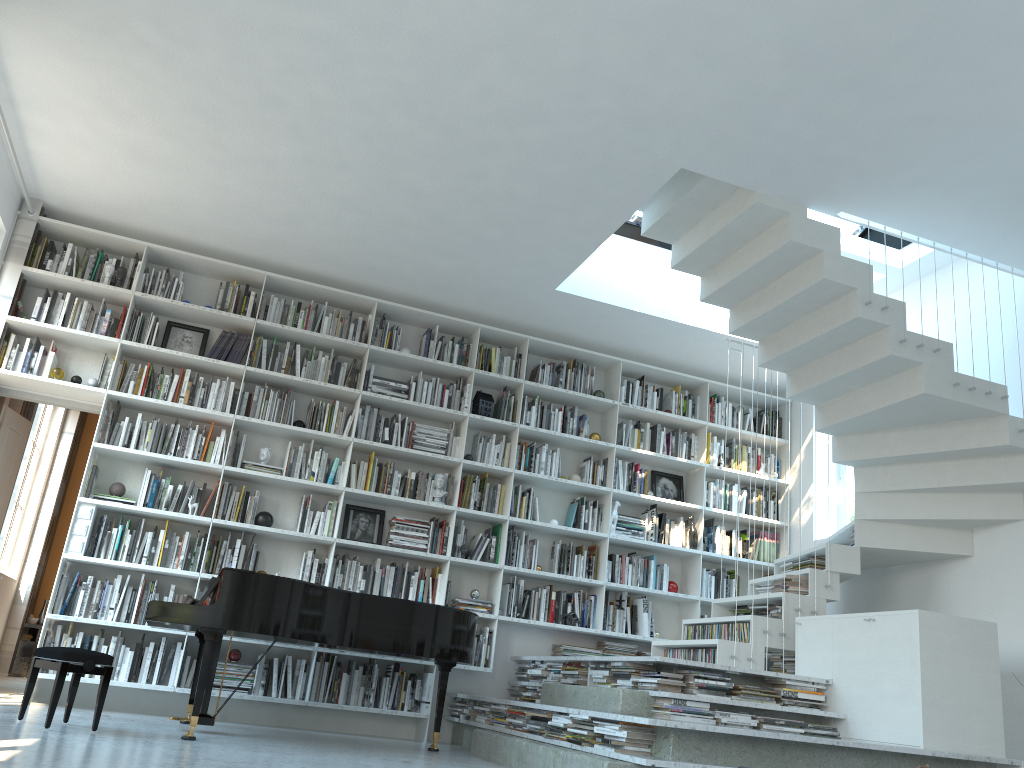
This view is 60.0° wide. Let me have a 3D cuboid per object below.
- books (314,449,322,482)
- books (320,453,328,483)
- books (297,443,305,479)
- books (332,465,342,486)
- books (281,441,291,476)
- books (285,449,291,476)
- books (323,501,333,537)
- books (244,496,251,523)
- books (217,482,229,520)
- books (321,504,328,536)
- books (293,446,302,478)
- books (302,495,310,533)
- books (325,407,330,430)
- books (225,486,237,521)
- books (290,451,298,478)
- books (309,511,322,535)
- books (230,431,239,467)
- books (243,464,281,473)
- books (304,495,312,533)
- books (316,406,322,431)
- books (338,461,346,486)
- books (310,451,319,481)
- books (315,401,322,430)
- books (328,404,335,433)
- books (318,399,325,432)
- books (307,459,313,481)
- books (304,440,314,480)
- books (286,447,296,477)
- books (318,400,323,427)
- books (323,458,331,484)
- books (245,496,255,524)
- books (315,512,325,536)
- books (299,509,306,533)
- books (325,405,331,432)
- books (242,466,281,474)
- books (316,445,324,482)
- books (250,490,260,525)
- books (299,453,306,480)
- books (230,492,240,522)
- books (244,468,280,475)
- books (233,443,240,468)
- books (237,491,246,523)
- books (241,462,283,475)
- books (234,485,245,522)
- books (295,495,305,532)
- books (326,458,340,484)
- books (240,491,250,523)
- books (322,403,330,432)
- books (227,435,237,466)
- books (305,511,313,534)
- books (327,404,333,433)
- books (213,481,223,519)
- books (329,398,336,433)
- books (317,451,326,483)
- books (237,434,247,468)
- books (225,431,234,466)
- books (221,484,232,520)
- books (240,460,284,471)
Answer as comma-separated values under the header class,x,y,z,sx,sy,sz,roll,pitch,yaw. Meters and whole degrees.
class,x,y,z,sx,sy,sz,roll,pitch,yaw
books,-1.436,0.623,6.493,0.012,0.264,0.193,13,-20,-17
books,-1.399,0.646,6.533,0.022,0.255,0.152,13,-20,-17
books,-1.552,0.589,6.466,0.012,0.285,0.168,13,-20,-17
books,-1.298,0.704,6.549,0.027,0.180,0.142,13,-20,-17
books,-1.645,0.570,6.440,0.012,0.284,0.160,13,-20,-17
books,-1.642,0.601,6.447,0.010,0.231,0.155,13,-20,-17
books,-1.351,0.999,6.429,0.027,0.268,0.179,13,-20,-17
books,-1.875,0.910,6.256,0.011,0.207,0.180,13,-20,-17
books,-2.033,0.838,6.220,0.025,0.283,0.146,13,-20,-17
books,-1.368,1.004,6.414,0.012,0.243,0.171,13,-20,-17
books,-1.573,0.598,6.468,0.022,0.266,0.151,13,-20,-17
books,-1.497,0.959,6.398,0.011,0.290,0.156,13,-20,-17
books,-1.400,0.301,6.635,0.011,0.235,0.131,13,-20,-17
books,-1.981,0.860,6.231,0.036,0.262,0.167,13,-20,-17
books,-1.602,0.616,6.469,0.024,0.226,0.138,13,-20,-17
books,-1.428,1.020,6.393,0.057,0.188,0.156,13,-20,-17
books,-1.995,0.494,6.359,0.011,0.297,0.136,13,-20,-17
books,-1.803,0.622,6.374,0.254,0.012,0.161,14,-20,-20
books,-1.485,0.958,6.399,0.012,0.297,0.166,13,-20,-17
books,-1.445,0.288,6.584,0.006,0.215,0.181,13,-20,-17
books,-1.272,0.693,6.565,0.026,0.216,0.127,13,-20,-17
books,-1.459,0.630,6.493,0.028,0.246,0.170,13,-20,-17
books,-1.460,0.271,6.618,0.009,0.265,0.150,13,-20,-17
books,-1.366,0.294,6.630,0.006,0.252,0.181,13,-20,-17
books,-1.429,0.268,6.631,0.033,0.286,0.155,13,-20,-17
books,-1.493,0.657,6.493,0.025,0.188,0.140,13,-20,-17
books,-1.497,0.583,6.497,0.010,0.328,0.174,13,-20,-17
books,-1.616,0.593,6.438,0.030,0.246,0.175,13,-20,-17
books,-1.444,0.267,6.614,0.005,0.274,0.157,13,-20,-17
books,-1.379,0.669,6.535,0.026,0.218,0.150,13,-20,-17
books,-1.855,0.909,6.260,0.028,0.215,0.175,13,-20,-17
books,-1.392,1.030,6.409,0.024,0.187,0.173,13,-20,-17
books,-1.515,1.002,6.365,0.025,0.185,0.154,13,-20,-17
books,-1.383,0.292,6.631,0.017,0.252,0.140,13,-20,-17
books,-1.803,0.632,6.367,0.254,0.012,0.161,15,-21,-22
books,-1.426,0.611,6.510,0.011,0.299,0.179,13,-20,-17
books,-1.831,0.896,6.289,0.028,0.265,0.145,13,-20,-17
books,-1.533,0.629,6.480,0.048,0.224,0.150,13,-20,-17
books,-1.956,0.884,6.237,0.025,0.227,0.153,13,-20,-17
books,-1.805,0.644,6.365,0.254,0.012,0.161,14,-21,-21
books,-1.975,0.538,6.342,0.034,0.209,0.136,13,-20,-17
books,-1.912,0.886,6.253,0.014,0.243,0.153,13,-20,-17
books,-1.802,0.611,6.380,0.285,0.012,0.160,12,-20,-15
books,-1.922,0.861,6.233,0.026,0.273,0.190,13,-20,-17
books,-1.529,0.952,6.379,0.012,0.284,0.160,13,-20,-17
books,-1.330,0.668,6.528,0.060,0.226,0.179,13,-20,-17
books,-1.897,0.893,6.275,0.028,0.247,0.143,13,-20,-17
books,-1.399,0.284,6.600,0.013,0.243,0.189,13,-20,-17
books,-2.008,0.505,6.332,0.024,0.256,0.134,13,-20,-17
books,-1.473,1.018,6.393,0.030,0.182,0.155,13,-20,-17
books,-1.372,0.288,6.636,0.004,0.264,0.142,13,-20,-17
books,-2.065,0.834,6.219,0.012,0.284,0.160,13,-20,-17
books,-1.358,0.272,6.642,0.006,0.302,0.166,13,-20,-17
books,-1.413,0.634,6.509,0.023,0.259,0.171,13,-20,-17
books,-1.944,0.510,6.356,0.021,0.277,0.137,13,-20,-17
books,-2.025,0.490,6.336,0.012,0.284,0.160,13,-20,-17
books,-2.012,0.850,6.230,0.026,0.274,0.155,13,-20,-17
books,-1.799,0.598,6.380,0.285,0.012,0.160,14,-21,-21
